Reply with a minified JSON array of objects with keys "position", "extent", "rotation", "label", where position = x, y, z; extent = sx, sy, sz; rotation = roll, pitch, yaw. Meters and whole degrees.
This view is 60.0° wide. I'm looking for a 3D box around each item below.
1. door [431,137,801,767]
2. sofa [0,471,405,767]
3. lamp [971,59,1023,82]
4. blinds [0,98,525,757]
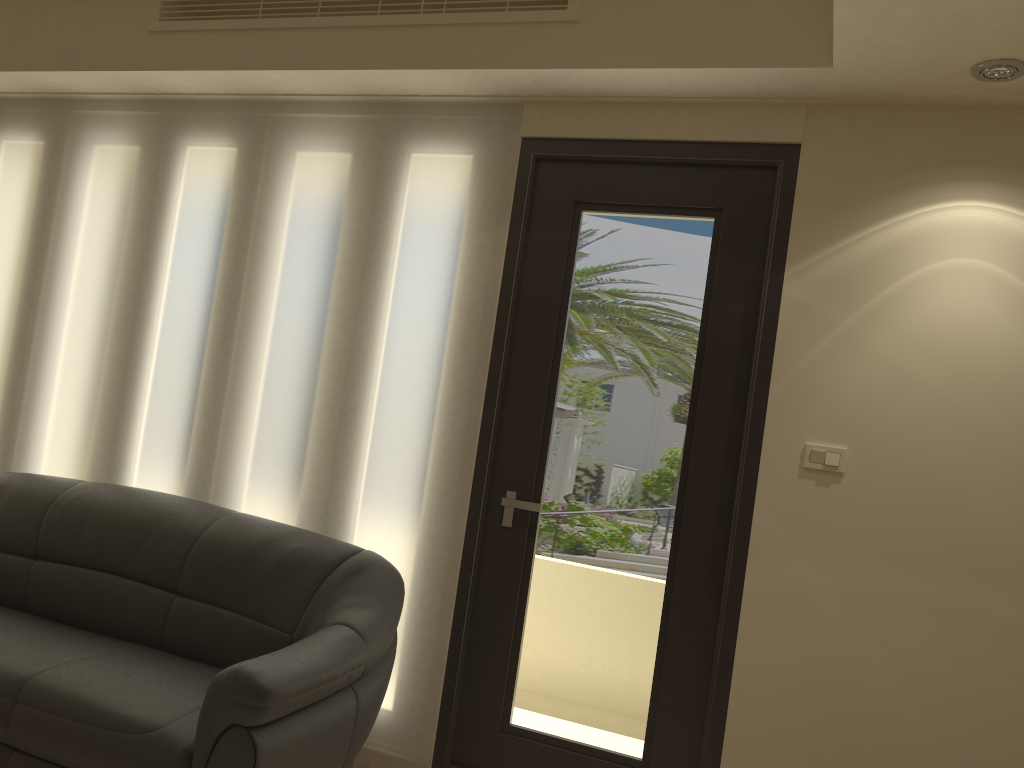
[{"position":[0.352,0.324,3.162],"extent":[1.011,2.420,0.118],"rotation":[7,-3,20],"label":"door"},{"position":[-1.584,0.846,3.123],"extent":[2.337,0.918,0.944],"rotation":[7,-3,20],"label":"sofa"},{"position":[1.408,-0.922,2.559],"extent":[0.143,0.059,0.143],"rotation":[7,-3,26],"label":"lamp"},{"position":[-1.442,-0.017,3.776],"extent":[2.830,2.453,0.002],"rotation":[7,-3,20],"label":"blinds"}]
